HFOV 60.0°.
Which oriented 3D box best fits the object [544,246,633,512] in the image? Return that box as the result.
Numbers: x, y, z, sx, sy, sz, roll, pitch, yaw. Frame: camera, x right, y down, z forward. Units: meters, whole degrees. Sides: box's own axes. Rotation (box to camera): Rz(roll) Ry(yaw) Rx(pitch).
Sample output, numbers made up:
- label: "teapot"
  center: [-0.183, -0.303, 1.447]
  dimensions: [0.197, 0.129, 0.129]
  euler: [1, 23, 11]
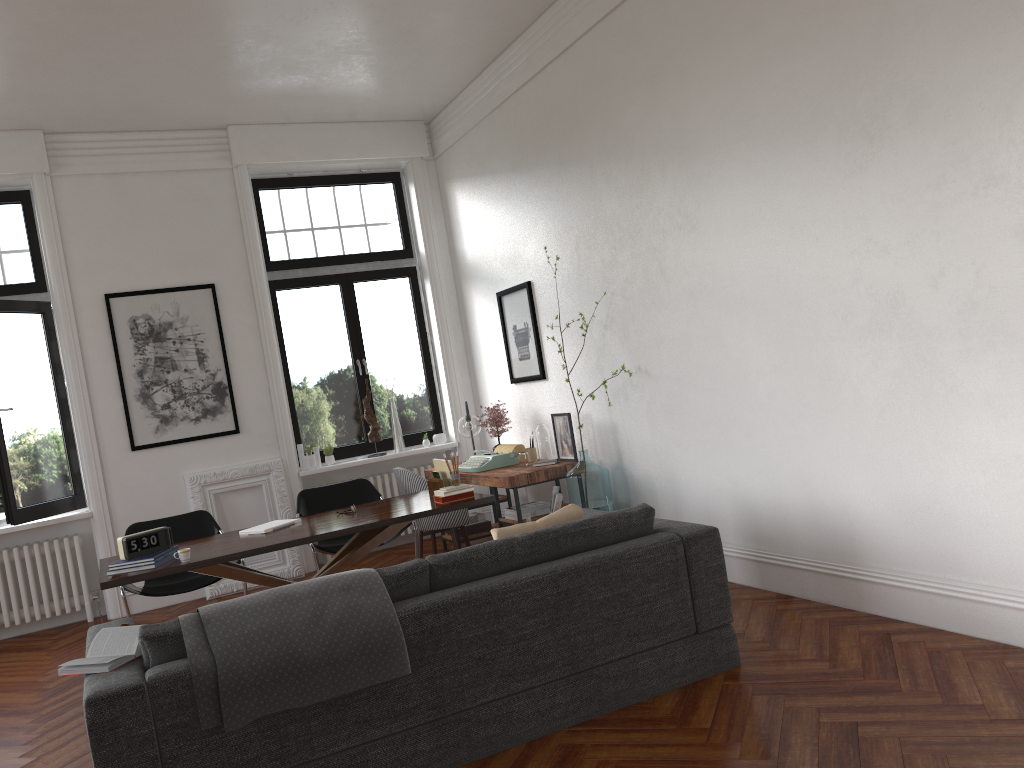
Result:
- label: "object"
  center: [0.566, -0.010, 6.203]
  dimensions: [0.353, 2.059, 0.808]
  euler: [-11, 2, -44]

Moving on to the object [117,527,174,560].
- label: "object"
  center: [-2.002, 0.872, 4.852]
  dimensions: [0.082, 0.126, 0.275]
  euler: [-8, 1, 39]

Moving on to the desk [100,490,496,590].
- label: "desk"
  center: [-1.253, 1.248, 5.440]
  dimensions: [2.223, 0.752, 1.031]
  euler: [-9, 1, -25]

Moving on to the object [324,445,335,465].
- label: "object"
  center: [-1.701, 0.661, 8.259]
  dimensions: [0.097, 0.186, 0.099]
  euler: [-9, 2, -2]

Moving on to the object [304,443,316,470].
- label: "object"
  center: [-1.841, 0.656, 8.072]
  dimensions: [0.098, 0.244, 0.102]
  euler: [-8, 2, 43]

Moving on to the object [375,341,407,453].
- label: "object"
  center: [-1.099, 0.127, 8.466]
  dimensions: [0.295, 1.054, 0.290]
  euler: [-10, 2, -22]

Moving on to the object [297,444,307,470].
- label: "object"
  center: [-1.932, 0.672, 8.146]
  dimensions: [0.051, 0.238, 0.051]
  euler: [-9, 2, 10]

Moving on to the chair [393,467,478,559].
- label: "chair"
  center: [-0.598, 1.060, 7.038]
  dimensions: [0.546, 0.900, 0.717]
  euler: [-10, 2, -32]

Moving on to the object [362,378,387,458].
- label: "object"
  center: [-1.334, 0.318, 8.376]
  dimensions: [0.165, 0.754, 0.142]
  euler: [-9, 2, 17]

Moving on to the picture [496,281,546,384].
- label: "picture"
  center: [0.076, -0.423, 7.544]
  dimensions: [0.050, 0.816, 0.634]
  euler: [-10, 2, -25]

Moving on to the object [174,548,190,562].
- label: "object"
  center: [-1.772, 0.925, 4.779]
  dimensions: [0.082, 0.065, 0.064]
  euler: [-9, 1, -4]

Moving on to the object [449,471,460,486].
- label: "object"
  center: [-0.360, 0.597, 5.609]
  dimensions: [0.058, 0.091, 0.058]
  euler: [-10, 2, -38]

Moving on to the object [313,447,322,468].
- label: "object"
  center: [-1.792, 0.675, 8.163]
  dimensions: [0.051, 0.188, 0.051]
  euler: [-9, 2, 10]

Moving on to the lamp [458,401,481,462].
- label: "lamp"
  center: [-0.368, 0.426, 7.884]
  dimensions: [0.207, 0.550, 0.441]
  euler: [-9, 1, -2]

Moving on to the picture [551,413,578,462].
- label: "picture"
  center: [0.399, 0.406, 6.765]
  dimensions: [0.023, 0.369, 0.282]
  euler: [-10, 2, -25]

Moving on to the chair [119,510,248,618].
- label: "chair"
  center: [-2.185, 1.334, 5.883]
  dimensions: [0.751, 0.873, 0.746]
  euler: [-10, 1, -25]

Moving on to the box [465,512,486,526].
- label: "box"
  center: [-0.396, 1.206, 7.887]
  dimensions: [0.256, 0.066, 0.238]
  euler: [-9, 1, -25]

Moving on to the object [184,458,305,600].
- label: "object"
  center: [-2.303, 1.237, 7.662]
  dimensions: [0.829, 1.063, 0.234]
  euler: [-10, 2, -25]

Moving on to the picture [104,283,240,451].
- label: "picture"
  center: [-2.881, -0.156, 7.554]
  dimensions: [0.881, 1.324, 0.035]
  euler: [-10, 2, -25]

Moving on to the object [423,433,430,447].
- label: "object"
  center: [-0.834, 0.544, 8.590]
  dimensions: [0.072, 0.134, 0.072]
  euler: [-9, 2, 0]

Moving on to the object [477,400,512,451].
- label: "object"
  center: [-0.136, 0.400, 7.712]
  dimensions: [0.290, 0.529, 0.308]
  euler: [-9, 2, 20]

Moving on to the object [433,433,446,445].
- label: "object"
  center: [-0.713, 0.542, 8.739]
  dimensions: [0.133, 0.098, 0.134]
  euler: [-8, 1, 35]

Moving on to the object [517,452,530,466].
- label: "object"
  center: [0.091, 0.590, 6.973]
  dimensions: [0.093, 0.101, 0.093]
  euler: [-10, 2, -33]

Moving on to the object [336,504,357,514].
- label: "object"
  center: [-1.055, 0.810, 5.749]
  dimensions: [0.133, 0.047, 0.114]
  euler: [-9, 1, 28]

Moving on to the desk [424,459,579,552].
- label: "desk"
  center: [-0.066, 1.047, 7.306]
  dimensions: [0.646, 0.758, 1.800]
  euler: [-10, 1, -25]

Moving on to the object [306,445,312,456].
- label: "object"
  center: [-1.862, 0.673, 8.156]
  dimensions: [0.051, 0.213, 0.051]
  euler: [-9, 2, 10]

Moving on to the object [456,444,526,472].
- label: "object"
  center: [-0.201, 0.604, 7.301]
  dimensions: [0.483, 0.149, 0.535]
  euler: [-9, 1, -26]

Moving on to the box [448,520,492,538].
- label: "box"
  center: [-0.383, 1.281, 7.887]
  dimensions: [0.317, 0.082, 0.296]
  euler: [-9, 1, -25]

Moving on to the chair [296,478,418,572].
- label: "chair"
  center: [-1.135, 1.160, 6.378]
  dimensions: [0.751, 0.873, 0.746]
  euler: [-10, 1, -25]

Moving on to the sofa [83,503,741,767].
- label: "sofa"
  center: [-0.452, 1.142, 4.031]
  dimensions: [2.641, 0.829, 1.263]
  euler: [-9, 1, -25]
